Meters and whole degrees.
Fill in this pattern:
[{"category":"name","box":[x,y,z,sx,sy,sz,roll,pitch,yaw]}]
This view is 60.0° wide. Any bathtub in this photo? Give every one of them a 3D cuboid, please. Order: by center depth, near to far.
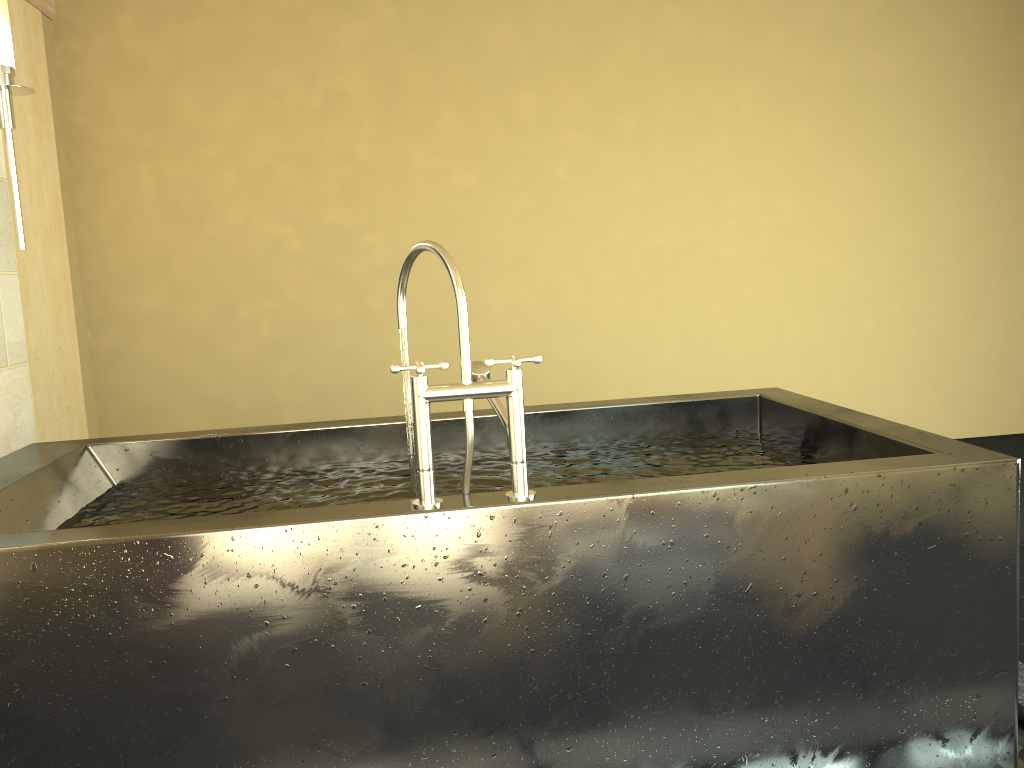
[{"category":"bathtub","box":[-0.182,0.271,2.041,2.132,1.160,1.069,-4,7,-7]}]

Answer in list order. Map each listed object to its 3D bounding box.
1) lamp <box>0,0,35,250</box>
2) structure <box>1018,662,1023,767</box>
[{"category":"lamp","box":[-1.589,-0.840,2.776,0.188,0.836,0.176,-4,7,-7]},{"category":"structure","box":[-0.578,1.036,2.104,3.800,0.635,1.975,-4,7,-7]}]
